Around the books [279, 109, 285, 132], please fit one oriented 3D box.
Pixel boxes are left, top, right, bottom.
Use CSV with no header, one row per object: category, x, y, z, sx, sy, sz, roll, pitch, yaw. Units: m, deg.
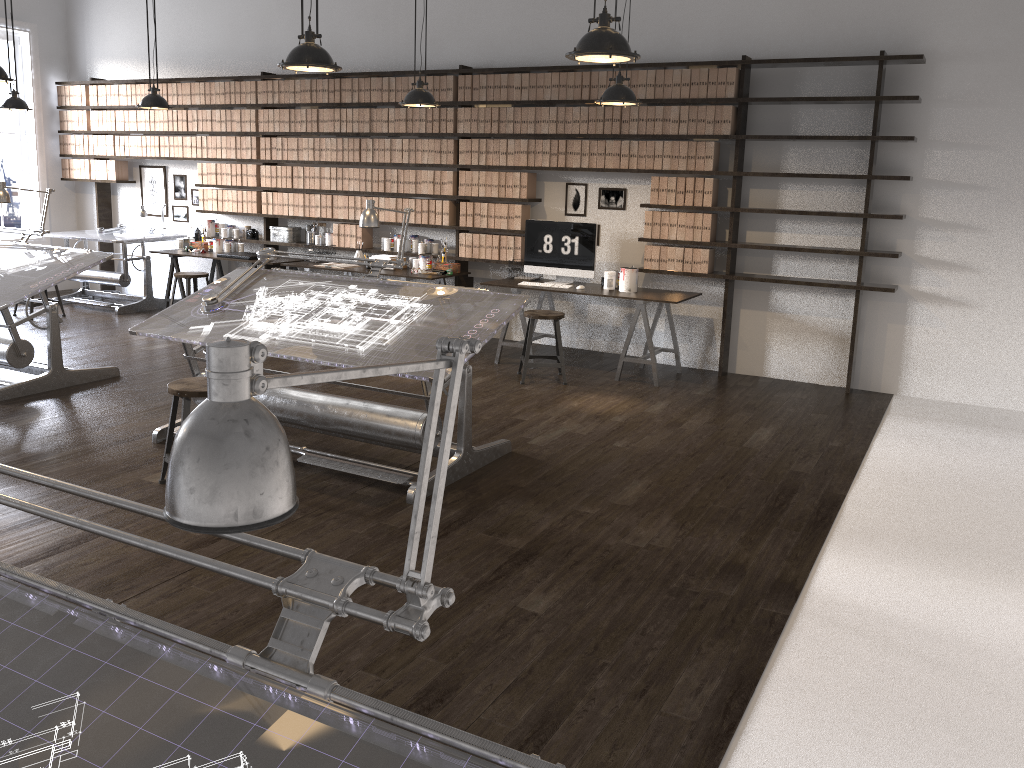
books,-2.240,-2.624,8.851,0.067,0.223,0.176,7,13,27

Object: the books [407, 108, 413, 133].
books,-0.893,-2.417,8.155,0.067,0.223,0.176,7,13,27

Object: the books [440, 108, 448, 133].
books,-0.573,-2.368,7.990,0.067,0.223,0.176,7,13,27

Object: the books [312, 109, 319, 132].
books,-1.869,-2.566,8.655,0.067,0.224,0.176,7,13,27

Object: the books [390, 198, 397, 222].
books,-1.073,-1.645,8.374,0.067,0.224,0.176,7,13,27

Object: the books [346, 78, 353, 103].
books,-1.495,-2.779,8.415,0.067,0.223,0.176,7,13,27

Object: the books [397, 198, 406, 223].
books,-1.011,-1.637,8.349,0.067,0.223,0.176,7,13,27

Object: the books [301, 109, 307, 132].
books,-1.998,-2.586,8.722,0.067,0.223,0.175,7,13,27

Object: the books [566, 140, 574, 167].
books,0.526,-1.937,7.465,0.067,0.223,0.176,7,13,27

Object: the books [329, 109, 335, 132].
books,-1.691,-2.538,8.561,0.067,0.224,0.176,7,13,27

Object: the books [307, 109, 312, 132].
books,-1.933,-2.577,8.694,0.067,0.223,0.176,7,13,27

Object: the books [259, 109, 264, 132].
books,-2.482,-2.661,8.979,0.067,0.223,0.175,7,13,27

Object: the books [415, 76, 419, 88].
books,-0.808,-2.675,8.063,0.067,0.223,0.176,7,13,27

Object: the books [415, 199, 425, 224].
books,-0.823,-1.608,8.252,0.067,0.223,0.176,7,13,27

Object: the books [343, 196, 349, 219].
books,-1.565,-1.720,8.628,0.067,0.224,0.176,7,13,27

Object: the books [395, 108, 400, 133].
books,-1.012,-2.435,8.215,0.067,0.223,0.176,7,13,27

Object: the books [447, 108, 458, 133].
books,-0.508,-2.358,7.953,0.067,0.223,0.176,7,13,27

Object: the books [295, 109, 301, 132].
books,-2.059,-2.596,8.758,0.067,0.223,0.175,7,13,27

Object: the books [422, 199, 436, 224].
books,-0.760,-1.597,8.213,0.067,0.224,0.176,7,13,27

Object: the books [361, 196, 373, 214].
books,-1.372,-1.692,8.537,0.067,0.223,0.175,7,13,27

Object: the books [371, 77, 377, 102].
books,-1.240,-2.741,8.287,0.067,0.223,0.176,7,13,27

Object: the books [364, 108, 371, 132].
books,-1.319,-2.481,8.369,0.067,0.224,0.176,7,13,27

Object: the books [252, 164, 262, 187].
books,-2.590,-2.142,9.115,0.067,0.224,0.176,7,13,27

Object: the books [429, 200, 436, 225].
books,-0.692,-1.588,8.184,0.067,0.223,0.176,7,13,27

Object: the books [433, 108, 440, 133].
books,-0.641,-2.378,8.019,0.067,0.224,0.176,7,13,27

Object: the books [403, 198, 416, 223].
books,-0.949,-1.627,8.316,0.067,0.223,0.175,7,13,27

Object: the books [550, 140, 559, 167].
books,0.394,-1.957,7.533,0.067,0.223,0.176,7,13,27

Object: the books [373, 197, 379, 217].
books,-1.251,-1.672,8.468,0.067,0.224,0.176,7,13,27

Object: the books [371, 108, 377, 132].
books,-1.254,-2.473,8.343,0.067,0.223,0.175,7,13,27

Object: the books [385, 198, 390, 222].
books,-1.130,-1.655,8.409,0.067,0.223,0.176,7,13,27

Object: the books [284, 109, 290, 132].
books,-2.184,-2.614,8.816,0.067,0.224,0.176,7,13,27

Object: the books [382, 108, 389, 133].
books,-1.133,-2.453,8.274,0.067,0.224,0.176,7,13,27

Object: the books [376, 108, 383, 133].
books,-1.193,-2.463,8.309,0.067,0.223,0.176,7,13,27

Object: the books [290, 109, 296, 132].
books,-2.121,-2.606,8.791,0.067,0.223,0.176,7,13,27

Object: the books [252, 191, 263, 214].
books,-2.602,-1.879,9.166,0.067,0.224,0.176,7,13,27

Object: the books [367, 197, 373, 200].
books,-1.312,-1.683,8.503,0.067,0.223,0.176,7,13,27

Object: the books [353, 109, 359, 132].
books,-1.432,-2.499,8.431,0.067,0.223,0.176,7,13,27

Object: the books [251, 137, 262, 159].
books,-2.581,-2.414,9.073,0.067,0.223,0.176,7,13,27

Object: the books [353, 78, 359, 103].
books,-1.430,-2.770,8.384,0.067,0.223,0.175,7,13,27

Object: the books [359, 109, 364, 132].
books,-1.376,-2.491,8.403,0.067,0.223,0.176,7,13,27

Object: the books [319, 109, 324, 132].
books,-1.802,-2.557,8.626,0.067,0.223,0.176,7,13,27

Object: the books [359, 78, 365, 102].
books,-1.366,-2.762,8.356,0.067,0.223,0.175,7,13,27

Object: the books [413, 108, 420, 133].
books,-0.831,-2.408,8.123,0.067,0.223,0.175,7,13,27

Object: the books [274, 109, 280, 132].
books,-2.296,-2.632,8.878,0.067,0.223,0.176,7,13,27

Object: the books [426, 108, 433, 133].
books,-0.705,-2.389,8.058,0.067,0.223,0.176,7,13,27

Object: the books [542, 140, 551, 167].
books,0.330,-1.966,7.561,0.067,0.223,0.175,7,13,27

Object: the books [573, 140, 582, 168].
books,0.581,-1.927,7.429,0.067,0.223,0.176,7,13,27

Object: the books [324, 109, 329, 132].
books,-1.745,-2.547,8.594,0.067,0.223,0.176,7,13,27

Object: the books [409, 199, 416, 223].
books,-0.888,-1.617,8.280,0.067,0.223,0.175,7,13,27

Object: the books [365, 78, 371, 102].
books,-1.306,-2.752,8.322,0.067,0.223,0.176,7,13,27

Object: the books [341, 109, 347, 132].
books,-1.562,-2.519,8.498,0.067,0.223,0.175,7,13,27

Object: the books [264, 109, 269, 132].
books,-2.421,-2.651,8.945,0.067,0.223,0.176,7,13,27

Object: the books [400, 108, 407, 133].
books,-0.955,-2.425,8.181,0.067,0.224,0.176,7,13,27

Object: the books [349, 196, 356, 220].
books,-1.501,-1.710,8.595,0.067,0.223,0.176,7,13,27

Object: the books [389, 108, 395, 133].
books,-1.068,-2.443,8.243,0.067,0.223,0.176,7,13,27

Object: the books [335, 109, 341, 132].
books,-1.627,-2.528,8.528,0.067,0.223,0.176,7,13,27

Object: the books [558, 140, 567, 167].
books,0.458,-1.946,7.494,0.067,0.224,0.176,7,13,27

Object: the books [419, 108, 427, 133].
books,-0.770,-2.397,8.087,0.067,0.223,0.175,7,13,27

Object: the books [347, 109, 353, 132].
books,-1.497,-2.509,8.462,0.067,0.224,0.176,7,13,27

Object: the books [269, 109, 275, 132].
books,-2.361,-2.641,8.910,0.067,0.224,0.176,7,13,27
